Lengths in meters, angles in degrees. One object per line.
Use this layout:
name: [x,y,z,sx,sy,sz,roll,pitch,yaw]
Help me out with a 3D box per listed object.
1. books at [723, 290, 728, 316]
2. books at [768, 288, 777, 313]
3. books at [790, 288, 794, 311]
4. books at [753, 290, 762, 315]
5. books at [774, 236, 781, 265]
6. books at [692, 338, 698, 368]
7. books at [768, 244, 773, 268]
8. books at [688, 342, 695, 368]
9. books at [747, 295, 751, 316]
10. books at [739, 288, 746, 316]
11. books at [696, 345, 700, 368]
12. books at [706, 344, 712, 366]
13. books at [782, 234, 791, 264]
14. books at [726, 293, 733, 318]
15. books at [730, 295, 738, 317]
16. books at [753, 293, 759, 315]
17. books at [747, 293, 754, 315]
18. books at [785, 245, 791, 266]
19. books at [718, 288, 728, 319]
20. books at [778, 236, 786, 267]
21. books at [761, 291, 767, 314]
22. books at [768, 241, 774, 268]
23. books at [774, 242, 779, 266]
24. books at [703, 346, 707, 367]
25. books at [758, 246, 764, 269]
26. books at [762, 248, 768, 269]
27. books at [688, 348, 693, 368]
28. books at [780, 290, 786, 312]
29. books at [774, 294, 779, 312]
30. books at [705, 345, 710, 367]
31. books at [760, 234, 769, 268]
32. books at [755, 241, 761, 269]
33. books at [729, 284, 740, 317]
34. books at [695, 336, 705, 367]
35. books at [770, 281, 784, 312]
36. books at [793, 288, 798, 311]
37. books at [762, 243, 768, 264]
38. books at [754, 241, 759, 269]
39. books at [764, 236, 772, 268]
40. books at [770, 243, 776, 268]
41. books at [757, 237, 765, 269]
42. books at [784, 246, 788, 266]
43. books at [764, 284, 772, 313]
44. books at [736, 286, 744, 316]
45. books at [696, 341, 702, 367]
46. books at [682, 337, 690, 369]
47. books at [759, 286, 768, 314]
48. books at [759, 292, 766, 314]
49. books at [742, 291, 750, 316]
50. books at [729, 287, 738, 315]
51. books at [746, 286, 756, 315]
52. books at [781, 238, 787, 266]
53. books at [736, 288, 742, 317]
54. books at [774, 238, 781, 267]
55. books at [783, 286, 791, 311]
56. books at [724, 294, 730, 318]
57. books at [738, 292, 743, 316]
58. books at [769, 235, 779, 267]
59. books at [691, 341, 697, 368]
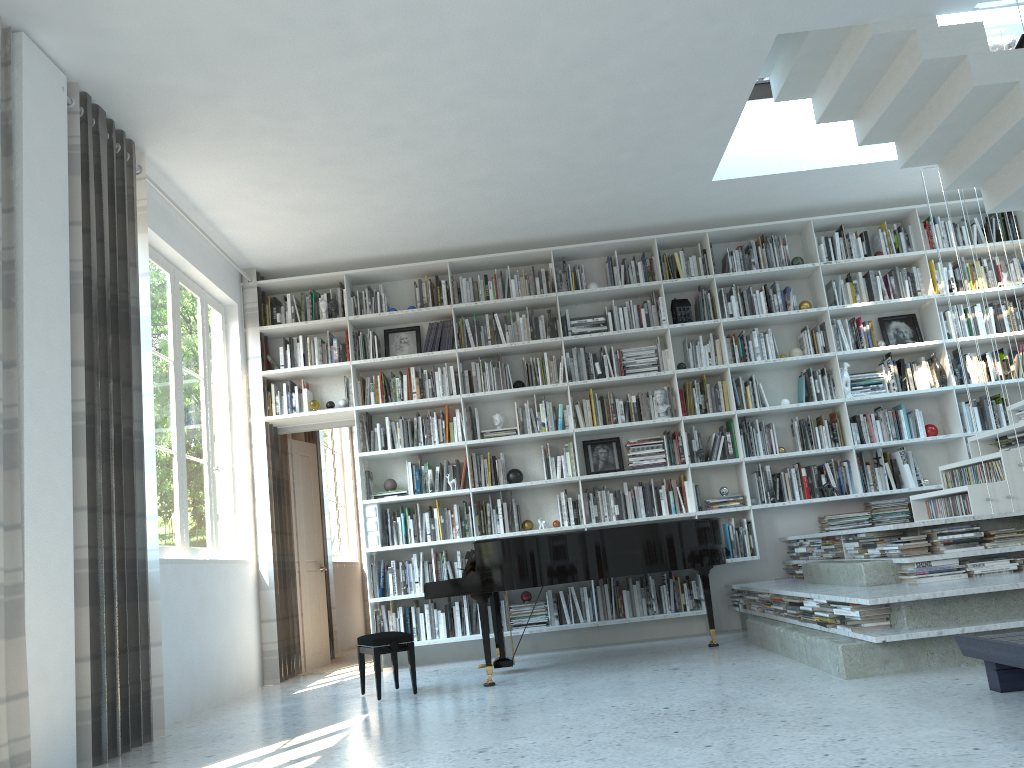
books: [1.723,-0.613,7.211,0.011,0.279,0.133,-6,-11,1]
books: [2.089,-0.638,7.182,0.030,0.237,0.186,-6,-11,1]
books: [2.241,-0.644,7.182,0.048,0.216,0.182,-6,-11,1]
books: [1.989,-0.625,7.188,0.023,0.236,0.149,-6,-11,1]
books: [2.175,-1.045,7.288,0.008,0.321,0.134,-6,-11,1]
books: [1.469,-0.221,7.136,0.019,0.275,0.146,-6,-11,1]
books: [2.096,-1.019,7.270,0.012,0.279,0.144,-6,-11,1]
books: [1.439,-0.201,7.137,0.024,0.242,0.159,-6,-11,1]
books: [1.907,-0.602,7.200,0.014,0.214,0.132,-6,-11,1]
books: [1.864,-0.627,7.211,0.012,0.276,0.133,-6,-11,1]
books: [1.483,-0.189,7.128,0.023,0.206,0.171,-6,-11,1]
books: [1.570,-0.203,7.116,0.029,0.210,0.158,-6,-11,1]
books: [2.241,-1.051,7.258,0.006,0.305,0.164,-6,-11,1]
books: [1.755,-0.600,7.196,0.026,0.242,0.148,-6,-11,1]
books: [1.782,-0.590,7.174,0.026,0.207,0.181,-6,-11,1]
books: [1.967,-0.610,7.198,0.025,0.216,0.144,-6,-11,1]
books: [1.928,-0.608,7.204,0.028,0.223,0.142,-6,-11,1]
books: [2.236,-1.002,7.247,0.014,0.208,0.188,-6,-11,1]
books: [1.711,-0.618,7.192,0.012,0.284,0.160,-6,-11,1]
books: [2.192,-1.040,7.258,0.013,0.296,0.189,-6,-11,1]
books: [2.027,-0.622,7.185,0.011,0.222,0.159,-6,-11,1]
books: [2.106,-1.018,7.265,0.008,0.274,0.163,-6,-11,1]
books: [2.150,-1.015,7.261,0.014,0.258,0.150,-6,-11,1]
books: [1.532,-0.192,7.111,0.024,0.194,0.173,-6,-11,1]
books: [2.024,-0.989,7.252,0.018,0.230,0.160,-6,-11,1]
books: [2.049,-0.979,7.238,0.018,0.200,0.188,-6,-11,1]
books: [1.422,-0.175,7.112,0.028,0.185,0.181,-6,-11,1]
books: [2.177,-0.634,7.185,0.030,0.212,0.157,-6,-11,1]
books: [2.121,-0.613,7.181,0.027,0.181,0.176,-6,-11,1]
books: [1.550,-0.194,7.114,0.027,0.196,0.185,-6,-11,1]
books: [2.062,-1.041,7.264,0.007,0.328,0.184,-6,-11,1]
books: [2.009,-1.010,7.275,0.007,0.284,0.160,-6,-11,1]
books: [1.808,-0.639,7.194,0.014,0.306,0.152,-6,-11,1]
books: [1.511,-0.231,7.108,0.028,0.274,0.187,-6,-11,1]
books: [2.143,-0.669,7.178,0.029,0.284,0.183,-6,-11,1]
books: [2.277,-0.651,7.200,0.026,0.229,0.141,-6,-11,1]
books: [2.059,-1.002,7.257,0.008,0.250,0.170,-6,-11,1]
books: [1.991,-1.012,7.282,0.017,0.294,0.139,-6,-11,1]
books: [2.075,-1.031,7.245,0.015,0.298,0.183,-6,-11,1]
books: [2.123,-1.009,7.263,0.024,0.252,0.150,-6,-11,1]
books: [2.031,-1.029,7.265,0.006,0.311,0.179,-6,-11,1]
books: [2.220,-1.001,7.257,0.018,0.214,0.158,-6,-11,1]
books: [2.066,-0.655,7.205,0.012,0.284,0.160,-6,-11,1]
books: [1.846,-0.635,7.207,0.021,0.295,0.138,-6,-11,1]
books: [1.497,-0.206,7.126,0.023,0.235,0.179,-6,-11,1]
books: [1.405,-0.218,7.143,0.018,0.284,0.160,-6,-11,1]
books: [2.036,-0.644,7.191,0.012,0.264,0.156,-6,-11,1]
books: [2.011,-0.617,7.171,0.021,0.208,0.181,-6,-11,1]
books: [1.885,-0.616,7.184,0.027,0.241,0.160,-6,-11,1]
books: [1.797,-0.625,7.198,0.011,0.282,0.173,-6,-11,1]
books: [1.944,-0.640,7.206,0.013,0.283,0.155,-6,-11,1]
books: [2.203,-1.034,7.250,0.008,0.278,0.180,-6,-11,1]
books: [1.822,-0.622,7.190,0.010,0.268,0.166,-6,-11,1]
books: [2.162,-1.036,7.269,0.019,0.298,0.137,-6,-11,1]
books: [2.217,-0.652,7.175,0.054,0.235,0.171,-6,-11,1]
books: [1.737,-0.595,7.202,0.012,0.239,0.139,-6,-11,1]
books: [1.835,-0.606,7.195,0.012,0.235,0.165,-6,-11,1]
books: [2.136,-1.039,7.259,0.008,0.306,0.183,-6,-11,1]
books: [1.456,-0.207,7.133,0.028,0.249,0.165,-6,-11,1]
